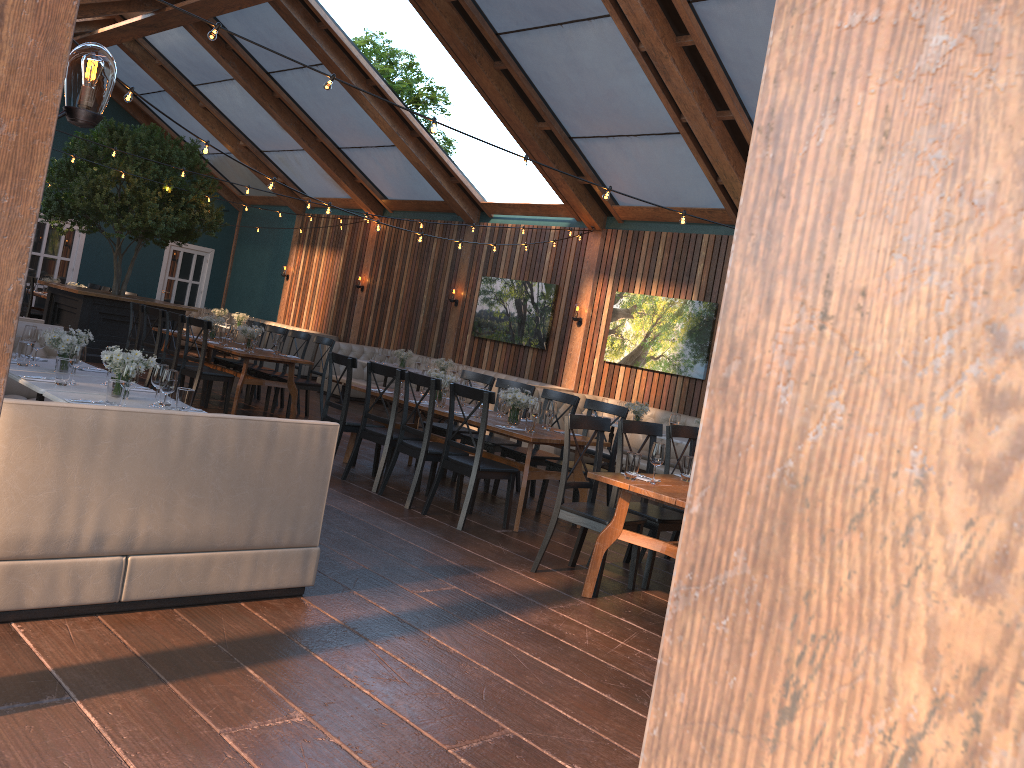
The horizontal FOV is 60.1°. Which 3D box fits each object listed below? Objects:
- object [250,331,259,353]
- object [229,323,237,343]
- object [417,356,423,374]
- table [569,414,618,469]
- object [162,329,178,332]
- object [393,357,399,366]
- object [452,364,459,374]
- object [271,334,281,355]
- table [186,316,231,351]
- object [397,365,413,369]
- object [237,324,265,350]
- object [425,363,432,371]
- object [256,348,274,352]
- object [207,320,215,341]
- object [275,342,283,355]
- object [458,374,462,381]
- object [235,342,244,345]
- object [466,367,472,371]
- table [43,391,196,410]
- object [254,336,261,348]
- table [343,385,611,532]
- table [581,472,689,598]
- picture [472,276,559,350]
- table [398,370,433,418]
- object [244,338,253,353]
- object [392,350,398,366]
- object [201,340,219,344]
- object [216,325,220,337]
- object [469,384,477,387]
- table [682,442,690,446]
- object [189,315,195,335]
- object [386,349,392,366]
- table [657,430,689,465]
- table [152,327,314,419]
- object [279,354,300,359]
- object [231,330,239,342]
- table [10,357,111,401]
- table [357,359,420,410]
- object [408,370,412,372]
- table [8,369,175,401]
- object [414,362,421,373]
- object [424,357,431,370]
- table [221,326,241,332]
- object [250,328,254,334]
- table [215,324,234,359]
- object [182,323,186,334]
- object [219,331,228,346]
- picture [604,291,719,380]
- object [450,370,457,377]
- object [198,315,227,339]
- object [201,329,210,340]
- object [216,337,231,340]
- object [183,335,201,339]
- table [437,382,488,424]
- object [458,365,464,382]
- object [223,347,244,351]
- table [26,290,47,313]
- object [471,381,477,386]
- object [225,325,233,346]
[{"bbox_3d":[-2.971,-0.485,10.199,0.091,0.245,0.093,11,-1,-42],"label":"object"},{"bbox_3d":[-3.582,-0.654,11.334,0.093,0.245,0.091,10,-1,42],"label":"object"},{"bbox_3d":[-1.365,-0.281,13.070,0.092,0.245,0.092,10,0,3],"label":"object"},{"bbox_3d":[1.161,0.775,10.586,0.803,0.672,0.794,12,2,44],"label":"table"},{"bbox_3d":[-4.352,-0.683,11.353,0.253,0.019,0.158,7,4,-45],"label":"object"},{"bbox_3d":[-1.830,-0.371,14.001,0.092,0.158,0.091,10,0,31],"label":"object"},{"bbox_3d":[-0.808,-0.150,12.508,0.091,0.245,0.093,11,-1,-42],"label":"object"},{"bbox_3d":[-2.815,-0.475,10.555,0.092,0.245,0.092,11,0,-20],"label":"object"},{"bbox_3d":[-6.212,-0.961,18.078,0.804,0.672,0.794,12,2,44],"label":"table"},{"bbox_3d":[-1.698,-0.272,13.921,0.253,0.019,0.158,7,4,-45],"label":"object"},{"bbox_3d":[-3.142,-0.570,10.600,0.328,0.310,0.337,10,1,-8],"label":"object"},{"bbox_3d":[-1.272,-0.239,13.434,0.092,0.158,0.091,10,0,31],"label":"object"},{"bbox_3d":[-3.075,-0.430,10.981,0.253,0.019,0.158,7,4,-45],"label":"object"},{"bbox_3d":[-3.739,-0.665,10.966,0.093,0.245,0.091,10,-1,42],"label":"object"},{"bbox_3d":[-2.813,-0.436,10.652,0.091,0.158,0.092,10,0,-9],"label":"object"},{"bbox_3d":[-0.749,-0.116,12.902,0.092,0.158,0.091,10,0,31],"label":"object"},{"bbox_3d":[-3.446,-0.514,11.367,0.253,0.019,0.158,7,4,-45],"label":"object"},{"bbox_3d":[-0.632,-0.123,12.596,0.092,0.245,0.092,10,0,3],"label":"object"},{"bbox_3d":[-2.127,0.466,4.932,0.804,0.672,0.794,12,2,44],"label":"table"},{"bbox_3d":[-3.200,-0.529,11.076,0.092,0.158,0.091,10,0,11],"label":"object"},{"bbox_3d":[-0.432,0.601,7.758,0.945,0.730,2.446,9,3,-45],"label":"table"},{"bbox_3d":[1.558,1.068,5.771,2.417,0.730,0.956,8,3,-45],"label":"table"},{"bbox_3d":[0.019,-1.138,13.877,1.660,0.999,0.064,12,1,45],"label":"picture"},{"bbox_3d":[-1.419,0.168,13.208,0.794,0.672,0.804,9,2,-45],"label":"table"},{"bbox_3d":[-3.000,-0.439,10.052,0.091,0.158,0.092,10,0,-9],"label":"object"},{"bbox_3d":[-1.838,-0.410,13.893,0.092,0.245,0.092,10,0,3],"label":"object"},{"bbox_3d":[-3.570,-0.499,10.569,0.253,0.019,0.158,7,4,-45],"label":"object"},{"bbox_3d":[-3.981,-0.713,11.873,0.091,0.158,0.092,10,0,-19],"label":"object"},{"bbox_3d":[-0.622,0.002,12.431,0.156,0.019,0.257,8,4,-45],"label":"object"},{"bbox_3d":[2.298,1.043,9.431,0.804,0.672,0.794,12,2,44],"label":"table"},{"bbox_3d":[-4.146,-0.762,11.393,0.092,0.245,0.092,10,0,3],"label":"object"},{"bbox_3d":[-1.899,-0.407,13.623,0.092,0.245,0.092,10,0,3],"label":"object"},{"bbox_3d":[1.729,0.909,10.009,0.794,0.672,0.804,9,2,-45],"label":"table"},{"bbox_3d":[-3.575,-0.139,10.952,0.945,0.730,2.446,9,3,-45],"label":"table"},{"bbox_3d":[-2.667,-0.334,10.565,0.253,0.019,0.158,7,4,-45],"label":"object"},{"bbox_3d":[-3.591,-0.623,11.437,0.091,0.158,0.092,10,0,-19],"label":"object"},{"bbox_3d":[-3.264,0.199,6.087,0.803,0.672,0.794,12,2,44],"label":"table"},{"bbox_3d":[-1.988,0.034,13.786,0.803,0.672,0.794,12,2,44],"label":"table"},{"bbox_3d":[-1.546,-0.198,13.038,0.253,0.019,0.158,7,4,-45],"label":"object"},{"bbox_3d":[-2.695,0.332,5.509,0.794,0.672,0.804,9,2,-45],"label":"table"},{"bbox_3d":[-1.389,-0.236,12.961,0.092,0.158,0.091,10,0,31],"label":"object"},{"bbox_3d":[-1.280,-0.279,13.326,0.092,0.245,0.092,10,0,3],"label":"object"},{"bbox_3d":[-5.075,-0.693,16.922,0.803,0.672,0.794,12,2,44],"label":"table"},{"bbox_3d":[-3.234,-0.573,10.937,0.092,0.245,0.092,10,0,-3],"label":"object"},{"bbox_3d":[-5.643,-0.827,17.500,0.794,0.672,0.804,9,2,-45],"label":"table"},{"bbox_3d":[-4.173,-0.716,11.258,0.091,0.158,0.092,10,0,-29],"label":"object"},{"bbox_3d":[-3.417,-0.536,10.456,0.091,0.158,0.092,10,0,-19],"label":"object"},{"bbox_3d":[1.968,-0.679,11.906,1.660,0.999,0.064,12,1,45],"label":"picture"},{"bbox_3d":[-0.831,-0.105,12.399,0.092,0.158,0.091,10,0,31],"label":"object"},{"bbox_3d":[-3.853,-0.740,11.363,0.331,0.310,0.334,11,2,40],"label":"object"},{"bbox_3d":[-3.762,-0.619,10.842,0.091,0.158,0.092,10,0,-39],"label":"object"},{"bbox_3d":[-3.858,-0.614,11.770,0.253,0.019,0.158,7,4,-45],"label":"object"},{"bbox_3d":[-3.918,-0.582,10.939,0.253,0.019,0.158,7,4,-45],"label":"object"},{"bbox_3d":[-0.851,0.302,12.630,0.804,0.672,0.794,12,2,44],"label":"table"},{"bbox_3d":[-0.757,-0.156,12.795,0.092,0.245,0.092,10,0,3],"label":"object"},{"bbox_3d":[-3.166,-0.404,10.155,0.253,0.019,0.158,7,4,-45],"label":"object"},{"bbox_3d":[-7.842,-1.144,15.288,0.945,0.730,2.446,9,3,-45],"label":"table"},{"bbox_3d":[-0.533,-0.060,12.579,0.091,0.158,0.092,10,0,-9],"label":"object"},{"bbox_3d":[-3.400,-0.584,10.601,0.091,0.245,0.093,11,-1,-42],"label":"object"}]
